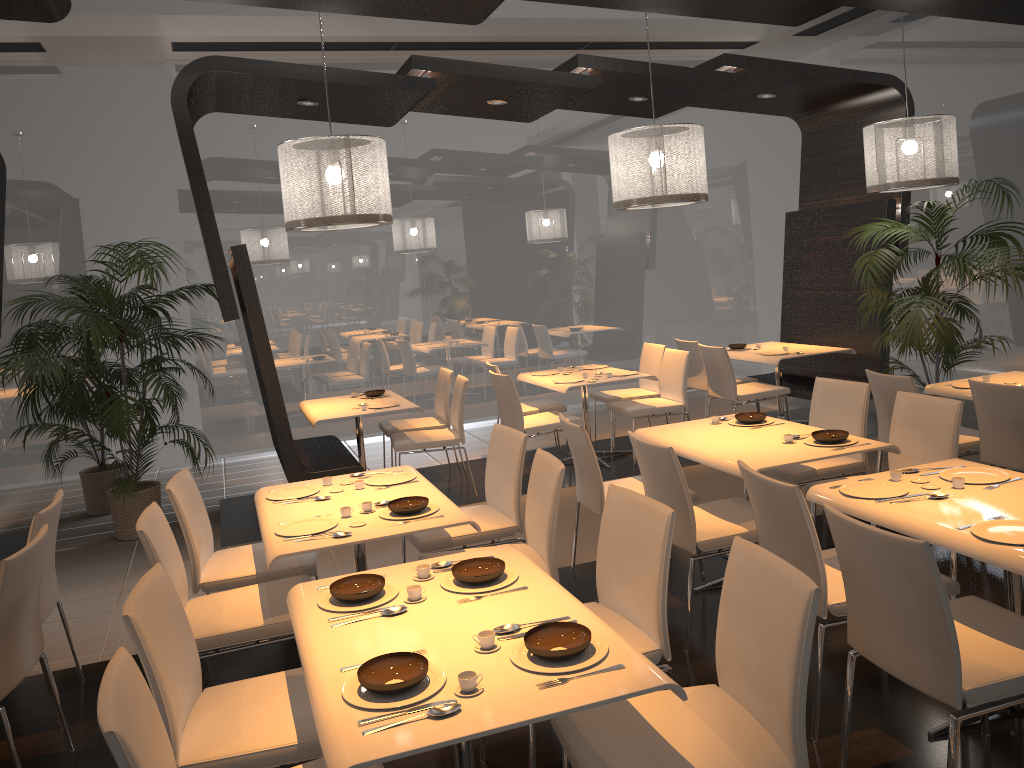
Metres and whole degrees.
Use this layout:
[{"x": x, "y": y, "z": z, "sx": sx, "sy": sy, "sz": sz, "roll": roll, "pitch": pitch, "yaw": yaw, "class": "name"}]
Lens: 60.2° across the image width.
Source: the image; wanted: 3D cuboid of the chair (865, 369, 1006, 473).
[{"x": 2.489, "y": 0.337, "z": 5.225, "sx": 0.606, "sy": 0.870, "sz": 0.486, "roll": -6, "pitch": 4, "yaw": -11, "class": "chair"}]

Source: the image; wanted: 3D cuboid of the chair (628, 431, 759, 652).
[{"x": 0.896, "y": 0.640, "z": 3.986, "sx": 0.606, "sy": 0.870, "sz": 0.485, "roll": -6, "pitch": 4, "yaw": -16, "class": "chair"}]

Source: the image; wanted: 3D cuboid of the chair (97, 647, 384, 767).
[{"x": -0.550, "y": 1.030, "z": 1.985, "sx": 0.607, "sy": 0.865, "sz": 0.485, "roll": -7, "pitch": 5, "yaw": -21, "class": "chair"}]

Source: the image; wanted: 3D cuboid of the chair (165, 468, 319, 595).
[{"x": -1.184, "y": 0.816, "z": 3.991, "sx": 0.606, "sy": 0.865, "sz": 0.486, "roll": -6, "pitch": 4, "yaw": -11, "class": "chair"}]

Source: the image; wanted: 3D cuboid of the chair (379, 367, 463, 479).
[{"x": -0.759, "y": 0.345, "z": 7.252, "sx": 0.606, "sy": 0.870, "sz": 0.485, "roll": -6, "pitch": 4, "yaw": -16, "class": "chair"}]

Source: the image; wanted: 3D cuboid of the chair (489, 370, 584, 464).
[{"x": 0.186, "y": 0.310, "z": 6.903, "sx": 0.607, "sy": 0.870, "sz": 0.485, "roll": -7, "pitch": 5, "yaw": -21, "class": "chair"}]

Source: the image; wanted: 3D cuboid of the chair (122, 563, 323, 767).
[{"x": -0.736, "y": 0.969, "z": 2.556, "sx": 0.606, "sy": 0.865, "sz": 0.486, "roll": -6, "pitch": 4, "yaw": -11, "class": "chair"}]

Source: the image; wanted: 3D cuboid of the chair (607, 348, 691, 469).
[{"x": 1.147, "y": 0.180, "z": 7.240, "sx": 0.606, "sy": 0.865, "sz": 0.485, "roll": -6, "pitch": 4, "yaw": -16, "class": "chair"}]

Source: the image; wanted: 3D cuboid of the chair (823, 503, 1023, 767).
[{"x": 1.314, "y": 0.788, "z": 2.608, "sx": 0.606, "sy": 0.870, "sz": 0.485, "roll": -6, "pitch": 4, "yaw": -16, "class": "chair"}]

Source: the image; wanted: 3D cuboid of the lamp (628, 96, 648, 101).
[{"x": 1.065, "y": -2.427, "z": 7.479, "sx": 0.161, "sy": 0.055, "sz": 0.162, "roll": -8, "pitch": 8, "yaw": -24, "class": "lamp"}]

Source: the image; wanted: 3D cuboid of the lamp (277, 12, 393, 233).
[{"x": -1.100, "y": -1.881, "z": 5.175, "sx": 0.626, "sy": 1.922, "sz": 0.630, "roll": -4, "pitch": 4, "yaw": 10, "class": "lamp"}]

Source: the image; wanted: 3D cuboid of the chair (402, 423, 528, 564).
[{"x": -0.221, "y": 0.688, "z": 4.322, "sx": 0.607, "sy": 0.865, "sz": 0.485, "roll": -7, "pitch": 5, "yaw": -21, "class": "chair"}]

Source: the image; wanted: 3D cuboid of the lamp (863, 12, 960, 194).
[{"x": 2.890, "y": -2.402, "z": 6.511, "sx": 0.626, "sy": 1.922, "sz": 0.630, "roll": -4, "pitch": 4, "yaw": 14, "class": "lamp"}]

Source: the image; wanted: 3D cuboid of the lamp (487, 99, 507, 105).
[{"x": -0.119, "y": -2.272, "z": 7.083, "sx": 0.161, "sy": 0.055, "sz": 0.162, "roll": -8, "pitch": 8, "yaw": -24, "class": "lamp"}]

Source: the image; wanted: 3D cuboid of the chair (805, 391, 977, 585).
[{"x": 1.823, "y": 0.519, "z": 4.280, "sx": 0.606, "sy": 0.865, "sz": 0.485, "roll": -6, "pitch": 4, "yaw": -16, "class": "chair"}]

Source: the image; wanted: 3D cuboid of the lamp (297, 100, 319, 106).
[{"x": -1.527, "y": -2.115, "z": 6.611, "sx": 0.160, "sy": 0.054, "sz": 0.161, "roll": -7, "pitch": 7, "yaw": -13, "class": "lamp"}]

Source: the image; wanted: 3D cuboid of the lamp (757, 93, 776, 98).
[{"x": 2.269, "y": -2.584, "z": 7.882, "sx": 0.161, "sy": 0.055, "sz": 0.162, "roll": -8, "pitch": 8, "yaw": -24, "class": "lamp"}]

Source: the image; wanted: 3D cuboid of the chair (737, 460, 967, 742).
[{"x": 1.203, "y": 0.715, "z": 3.224, "sx": 0.606, "sy": 0.870, "sz": 0.486, "roll": -6, "pitch": 4, "yaw": -11, "class": "chair"}]

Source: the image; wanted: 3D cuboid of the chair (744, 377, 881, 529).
[{"x": 1.668, "y": 0.441, "z": 4.959, "sx": 0.607, "sy": 0.865, "sz": 0.485, "roll": -7, "pitch": 5, "yaw": -21, "class": "chair"}]

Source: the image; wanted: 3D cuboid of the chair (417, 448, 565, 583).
[{"x": -0.066, "y": 0.768, "z": 3.644, "sx": 0.606, "sy": 0.870, "sz": 0.486, "roll": -6, "pitch": 4, "yaw": -11, "class": "chair"}]

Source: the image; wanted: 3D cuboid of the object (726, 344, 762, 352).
[{"x": 2.138, "y": -0.346, "z": 8.219, "sx": 0.304, "sy": 0.044, "sz": 0.366, "roll": -8, "pitch": 8, "yaw": -19, "class": "object"}]

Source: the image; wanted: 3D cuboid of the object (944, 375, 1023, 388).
[{"x": 2.829, "y": -0.008, "z": 5.270, "sx": 0.336, "sy": 0.037, "sz": 0.378, "roll": -8, "pitch": 8, "yaw": -24, "class": "object"}]

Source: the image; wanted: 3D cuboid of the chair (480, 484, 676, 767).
[{"x": 0.219, "y": 0.844, "z": 2.896, "sx": 0.607, "sy": 0.870, "sz": 0.485, "roll": -7, "pitch": 5, "yaw": -21, "class": "chair"}]

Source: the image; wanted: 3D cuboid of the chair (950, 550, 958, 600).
[{"x": 2.155, "y": 0.591, "z": 3.544, "sx": 0.607, "sy": 0.870, "sz": 0.485, "roll": -7, "pitch": 5, "yaw": -21, "class": "chair"}]

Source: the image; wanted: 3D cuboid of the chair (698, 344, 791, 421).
[{"x": 1.969, "y": 0.074, "z": 7.525, "sx": 0.606, "sy": 0.870, "sz": 0.485, "roll": -6, "pitch": 4, "yaw": -16, "class": "chair"}]

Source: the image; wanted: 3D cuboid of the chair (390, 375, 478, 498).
[{"x": -0.598, "y": 0.411, "z": 6.636, "sx": 0.606, "sy": 0.865, "sz": 0.486, "roll": -6, "pitch": 4, "yaw": -11, "class": "chair"}]

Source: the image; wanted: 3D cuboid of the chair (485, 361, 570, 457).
[{"x": 0.120, "y": 0.220, "z": 7.601, "sx": 0.606, "sy": 0.865, "sz": 0.486, "roll": -6, "pitch": 4, "yaw": -11, "class": "chair"}]

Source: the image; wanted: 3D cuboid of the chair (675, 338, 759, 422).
[{"x": 1.883, "y": -0.007, "z": 8.166, "sx": 0.606, "sy": 0.865, "sz": 0.485, "roll": -6, "pitch": 4, "yaw": -16, "class": "chair"}]

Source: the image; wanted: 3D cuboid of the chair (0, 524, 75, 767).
[{"x": -1.915, "y": 1.005, "z": 3.048, "sx": 0.606, "sy": 0.865, "sz": 0.486, "roll": -6, "pitch": 4, "yaw": -11, "class": "chair"}]

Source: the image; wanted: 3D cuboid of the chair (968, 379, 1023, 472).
[{"x": 2.799, "y": 0.390, "z": 4.631, "sx": 0.607, "sy": 0.870, "sz": 0.485, "roll": -7, "pitch": 5, "yaw": -21, "class": "chair"}]

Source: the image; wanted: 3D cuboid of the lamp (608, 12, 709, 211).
[{"x": 0.910, "y": -2.143, "z": 5.848, "sx": 0.626, "sy": 1.922, "sz": 0.630, "roll": -4, "pitch": 4, "yaw": 10, "class": "lamp"}]

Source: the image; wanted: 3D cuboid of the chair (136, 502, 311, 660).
[{"x": -1.062, "y": 0.886, "z": 3.386, "sx": 0.606, "sy": 0.865, "sz": 0.485, "roll": -6, "pitch": 4, "yaw": -16, "class": "chair"}]

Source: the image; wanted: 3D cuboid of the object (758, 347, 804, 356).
[{"x": 2.330, "y": -0.281, "z": 7.632, "sx": 0.336, "sy": 0.037, "sz": 0.378, "roll": -8, "pitch": 8, "yaw": -24, "class": "object"}]

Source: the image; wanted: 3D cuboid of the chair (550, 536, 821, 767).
[{"x": 0.446, "y": 0.910, "z": 2.242, "sx": 0.606, "sy": 0.865, "sz": 0.486, "roll": -6, "pitch": 4, "yaw": -11, "class": "chair"}]

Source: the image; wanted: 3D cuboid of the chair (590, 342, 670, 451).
[{"x": 1.063, "y": 0.104, "z": 7.881, "sx": 0.606, "sy": 0.870, "sz": 0.485, "roll": -6, "pitch": 4, "yaw": -16, "class": "chair"}]

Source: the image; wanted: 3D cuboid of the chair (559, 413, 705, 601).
[{"x": 0.597, "y": 0.580, "z": 4.608, "sx": 0.606, "sy": 0.865, "sz": 0.486, "roll": -6, "pitch": 4, "yaw": -11, "class": "chair"}]

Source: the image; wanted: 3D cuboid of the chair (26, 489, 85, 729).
[{"x": -2.144, "y": 0.946, "z": 3.633, "sx": 0.606, "sy": 0.865, "sz": 0.485, "roll": -6, "pitch": 4, "yaw": -16, "class": "chair"}]
